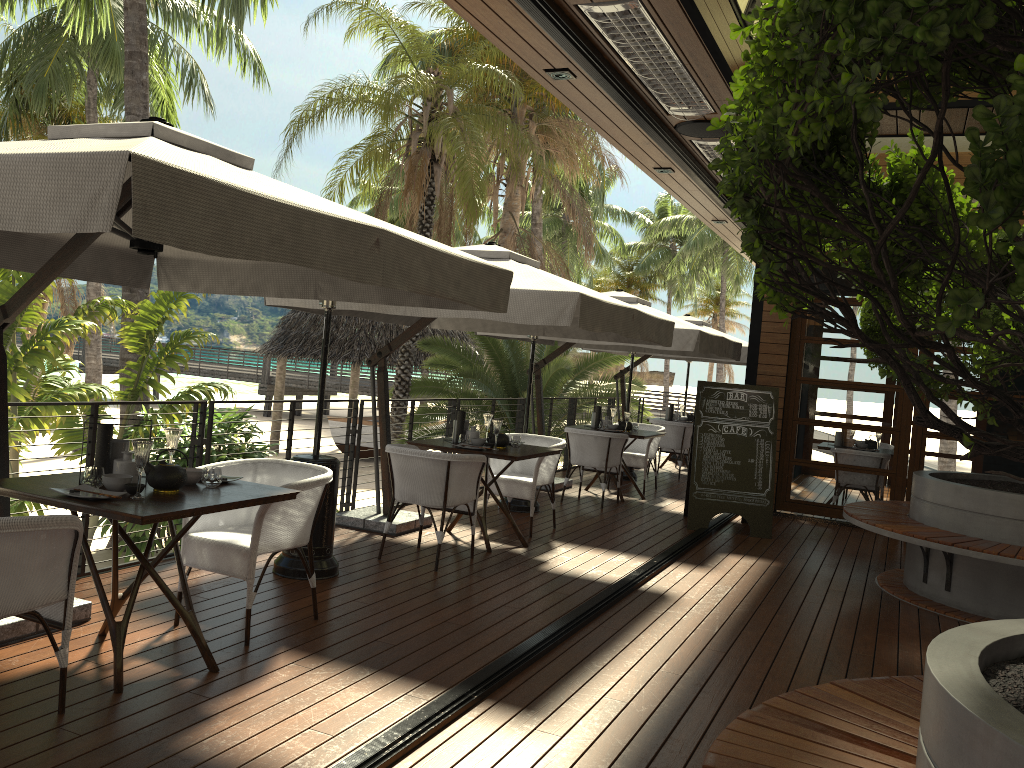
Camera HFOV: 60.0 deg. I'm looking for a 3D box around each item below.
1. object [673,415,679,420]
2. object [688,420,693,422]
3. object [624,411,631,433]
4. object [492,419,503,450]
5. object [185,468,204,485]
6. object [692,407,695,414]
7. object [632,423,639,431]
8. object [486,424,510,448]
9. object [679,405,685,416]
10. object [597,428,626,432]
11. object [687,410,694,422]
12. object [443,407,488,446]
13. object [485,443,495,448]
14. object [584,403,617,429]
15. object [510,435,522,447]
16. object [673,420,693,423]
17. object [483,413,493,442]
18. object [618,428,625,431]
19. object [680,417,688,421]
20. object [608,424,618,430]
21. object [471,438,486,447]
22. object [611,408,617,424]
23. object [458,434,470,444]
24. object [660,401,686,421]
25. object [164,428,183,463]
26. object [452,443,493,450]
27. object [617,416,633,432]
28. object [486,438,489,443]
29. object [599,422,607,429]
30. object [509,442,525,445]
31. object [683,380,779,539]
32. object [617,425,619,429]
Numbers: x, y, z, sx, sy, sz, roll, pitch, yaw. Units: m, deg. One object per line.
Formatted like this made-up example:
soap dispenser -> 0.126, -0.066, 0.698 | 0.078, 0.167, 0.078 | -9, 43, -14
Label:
object -> 2.393, 0.501, 12.952 | 0.086, 0.086, 0.086 | 6, 1, 29
object -> 2.589, 0.542, 12.887 | 0.080, 0.042, 0.080 | 5, 1, -7
object -> 1.256, 0.415, 9.702 | 0.082, 0.227, 0.082 | 5, 1, 25
object -> -0.116, 0.378, 6.615 | 0.082, 0.227, 0.082 | 5, 1, 13
object -> -1.445, 0.416, 3.981 | 0.116, 0.065, 0.116 | 6, 1, 22
object -> 2.641, 0.453, 12.818 | 0.082, 0.227, 0.082 | 5, 1, 25
object -> 1.403, 0.490, 10.117 | 0.086, 0.086, 0.086 | 6, 1, 29
object -> -0.095, 0.400, 6.845 | 0.163, 0.179, 0.168 | 6, 1, 26
object -> 2.555, 0.430, 13.368 | 0.082, 0.227, 0.082 | 5, 1, 25
object -> 1.094, 0.507, 9.648 | 0.295, 0.025, 0.170 | 6, 2, 24
object -> 2.660, 0.475, 13.051 | 0.168, 0.179, 0.163 | 5, 1, 22
object -> -0.365, 0.331, 6.969 | 0.263, 0.264, 0.264 | 5, 1, -21
object -> -0.168, 0.467, 6.684 | 0.080, 0.042, 0.080 | 5, 1, -15
object -> 1.007, 0.369, 10.056 | 0.263, 0.264, 0.264 | 5, 1, -21
object -> 0.031, 0.453, 7.029 | 0.086, 0.086, 0.086 | 6, 1, 29
object -> 2.478, 0.544, 12.764 | 0.295, 0.025, 0.170 | 6, 2, 24
object -> -0.202, 0.355, 7.165 | 0.082, 0.227, 0.082 | 5, 1, 25
object -> 1.204, 0.505, 9.771 | 0.080, 0.042, 0.080 | 5, 1, 15
object -> 2.500, 0.522, 12.926 | 0.116, 0.065, 0.116 | 6, 1, 28
object -> 1.115, 0.484, 9.810 | 0.116, 0.065, 0.116 | 6, 1, 28
object -> -0.256, 0.447, 6.723 | 0.116, 0.065, 0.116 | 6, 1, 22
object -> 1.170, 0.393, 10.252 | 0.082, 0.227, 0.082 | 5, 1, 25
object -> -0.364, 0.426, 6.749 | 0.086, 0.086, 0.086 | 6, 1, 29
object -> 2.392, 0.406, 13.172 | 0.263, 0.264, 0.264 | 5, 1, -21
object -> -1.569, 0.318, 4.087 | 0.082, 0.227, 0.082 | 5, 1, 25
object -> -0.278, 0.469, 6.560 | 0.295, 0.025, 0.170 | 6, 2, 24
object -> 1.275, 0.437, 9.935 | 0.168, 0.179, 0.163 | 5, 1, 22
object -> -0.169, 0.456, 7.099 | 0.080, 0.042, 0.080 | 5, 1, -15
object -> 1.008, 0.463, 9.836 | 0.086, 0.086, 0.086 | 6, 1, 29
object -> -0.058, 0.471, 7.222 | 0.295, 0.025, 0.170 | 6, 2, 24
object -> 2.126, 0.693, 8.580 | 0.769, 1.397, 0.771 | 5, 1, 8
object -> 1.202, 0.493, 10.186 | 0.080, 0.042, 0.080 | 5, 1, 15
